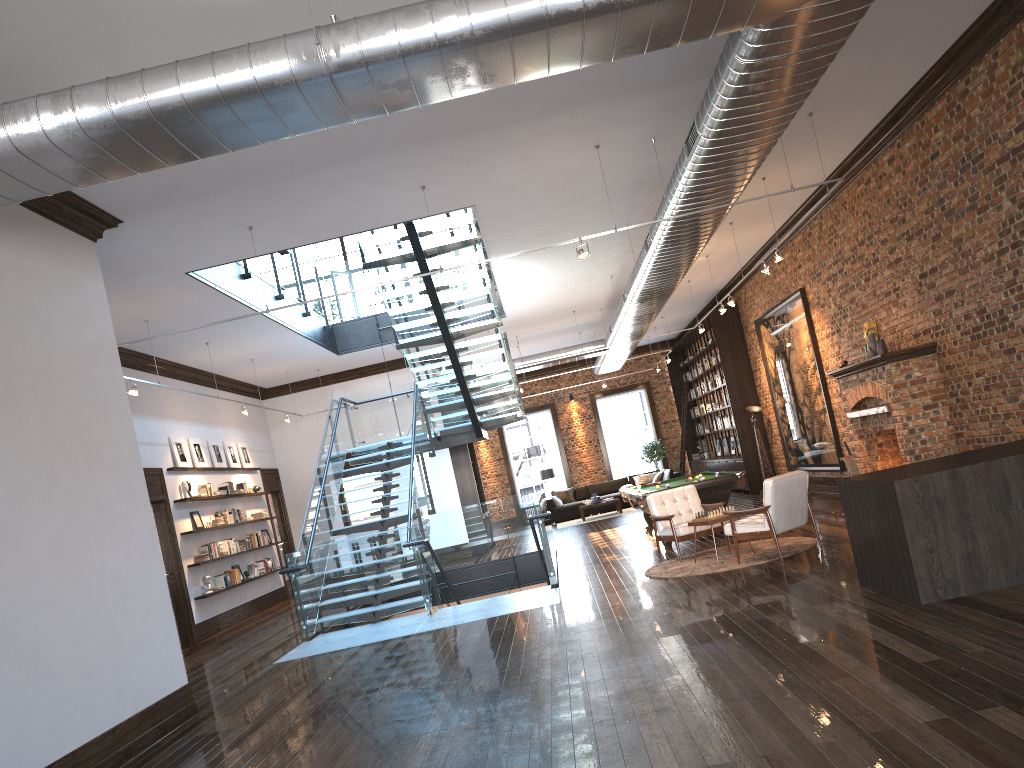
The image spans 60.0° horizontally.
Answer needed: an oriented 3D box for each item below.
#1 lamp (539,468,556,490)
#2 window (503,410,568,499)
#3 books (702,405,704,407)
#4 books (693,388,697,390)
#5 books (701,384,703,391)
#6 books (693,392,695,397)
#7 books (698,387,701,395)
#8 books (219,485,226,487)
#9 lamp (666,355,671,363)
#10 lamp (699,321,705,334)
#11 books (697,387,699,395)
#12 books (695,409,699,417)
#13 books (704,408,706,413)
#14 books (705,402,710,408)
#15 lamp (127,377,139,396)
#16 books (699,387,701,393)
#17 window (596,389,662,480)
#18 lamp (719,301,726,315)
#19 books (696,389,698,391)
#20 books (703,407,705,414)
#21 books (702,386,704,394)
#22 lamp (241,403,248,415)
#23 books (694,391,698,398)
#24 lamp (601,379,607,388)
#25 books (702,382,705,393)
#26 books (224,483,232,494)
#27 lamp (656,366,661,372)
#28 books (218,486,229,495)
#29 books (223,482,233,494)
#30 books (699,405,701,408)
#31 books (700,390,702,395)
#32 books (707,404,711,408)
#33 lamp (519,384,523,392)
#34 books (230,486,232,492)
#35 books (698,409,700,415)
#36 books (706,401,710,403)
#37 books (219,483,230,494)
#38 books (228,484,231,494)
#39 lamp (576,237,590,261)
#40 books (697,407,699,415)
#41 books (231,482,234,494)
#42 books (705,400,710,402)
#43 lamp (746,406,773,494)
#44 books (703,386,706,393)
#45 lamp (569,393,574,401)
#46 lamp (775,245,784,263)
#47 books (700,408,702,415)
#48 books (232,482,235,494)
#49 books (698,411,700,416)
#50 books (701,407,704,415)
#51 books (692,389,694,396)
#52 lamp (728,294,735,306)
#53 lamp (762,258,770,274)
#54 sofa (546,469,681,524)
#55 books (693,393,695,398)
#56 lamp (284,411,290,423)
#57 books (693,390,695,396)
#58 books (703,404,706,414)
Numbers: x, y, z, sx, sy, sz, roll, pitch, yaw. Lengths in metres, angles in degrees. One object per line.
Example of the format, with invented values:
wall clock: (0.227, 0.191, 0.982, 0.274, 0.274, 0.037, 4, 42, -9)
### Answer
lamp: (0.980, 3.064, 24.163, 0.693, 1.462, 0.417, -14, -2, 32)
window: (0.703, 2.249, 26.554, 1.521, 2.745, 0.155, -12, -1, 2)
books: (5.273, 0.681, 24.069, 0.178, 0.263, 0.042, -13, -1, 2)
books: (5.196, 0.256, 24.837, 0.191, 0.280, 0.006, -13, -1, 2)
books: (5.136, 0.136, 23.608, 0.178, 0.285, 0.088, -12, -2, 2)
books: (5.195, 0.291, 24.864, 0.186, 0.218, 0.021, -13, -1, 2)
books: (5.152, 0.188, 23.989, 0.175, 0.256, 0.027, -13, -1, 2)
books: (-5.014, 1.852, 15.405, 0.126, 0.184, 0.042, -13, -1, 2)
lamp: (3.788, -0.621, 21.489, 0.113, 0.229, 0.115, -12, -2, -22)
lamp: (3.587, -1.075, 16.806, 0.114, 0.229, 0.113, -13, -2, 16)
books: (5.172, 0.202, 24.252, 0.174, 0.279, 0.128, -12, -2, 2)
books: (5.294, 0.796, 25.004, 0.232, 0.224, 0.024, -13, -1, 2)
books: (5.248, 0.658, 23.738, 0.184, 0.251, 0.014, -13, -1, 2)
books: (5.242, 0.625, 23.585, 0.189, 0.286, 0.013, -13, -1, 2)
lamp: (-4.514, 0.035, 10.535, 0.113, 0.229, 0.114, -12, -2, -19)
books: (5.163, 0.169, 23.967, 0.159, 0.283, 0.015, -12, -1, 2)
window: (3.495, 1.623, 26.436, 1.521, 2.745, 0.155, -12, -1, 2)
lamp: (3.497, -1.275, 14.742, 0.113, 0.229, 0.114, -12, -2, -19)
books: (5.195, 0.267, 24.765, 0.166, 0.249, 0.079, -13, -2, 2)
books: (5.276, 0.699, 23.968, 0.186, 0.207, 0.017, -13, -1, 2)
books: (5.130, 0.146, 23.405, 0.191, 0.226, 0.025, -13, -1, 2)
lamp: (-4.341, 0.404, 14.357, 0.113, 0.229, 0.115, -10, -3, -44)
books: (5.190, 0.286, 24.744, 0.185, 0.210, 0.069, -13, -2, 2)
lamp: (2.550, -0.016, 24.613, 0.113, 0.229, 0.115, -11, -2, -29)
books: (5.122, 0.096, 23.340, 0.183, 0.313, 0.013, -12, -1, 2)
books: (-5.001, 1.845, 15.526, 0.155, 0.217, 0.011, -13, -1, 2)
lamp: (3.878, -0.427, 23.493, 0.115, 0.229, 0.113, -14, -3, 41)
books: (-4.997, 1.857, 15.380, 0.167, 0.160, 0.037, -13, -1, 2)
books: (-5.001, 1.849, 15.600, 0.162, 0.225, 0.011, -13, -1, 2)
books: (5.278, 0.709, 24.439, 0.185, 0.285, 0.036, -13, -1, 2)
books: (5.150, 0.177, 23.811, 0.181, 0.241, 0.036, -13, -1, 2)
books: (5.263, 0.643, 23.531, 0.148, 0.232, 0.036, -13, -1, 2)
lamp: (0.186, 0.087, 20.709, 0.115, 0.229, 0.113, -13, -2, 23)
books: (-5.001, 1.859, 15.588, 0.131, 0.202, 0.014, -13, -1, 2)
books: (5.308, 0.754, 24.766, 0.187, 0.252, 0.017, -13, -1, 2)
books: (5.261, 0.613, 23.598, 0.162, 0.305, 0.006, -12, -1, 2)
books: (-5.001, 1.840, 15.437, 0.156, 0.208, 0.022, -13, -1, 2)
books: (-4.988, 1.854, 15.461, 0.166, 0.179, 0.028, -13, -1, 2)
lamp: (0.682, -1.310, 8.614, 0.113, 0.229, 0.114, -12, -2, -9)
books: (5.312, 0.765, 24.934, 0.180, 0.263, 0.015, -13, -1, 2)
books: (-4.992, 1.852, 15.616, 0.167, 0.218, 0.021, -13, -1, 2)
books: (5.260, 0.601, 23.605, 0.161, 0.330, 0.006, -12, -1, 2)
lamp: (5.098, 1.323, 18.002, 0.426, 1.822, 0.506, -13, -2, 7)
books: (5.132, 0.135, 23.262, 0.182, 0.217, 0.034, -13, -1, 2)
lamp: (1.750, 0.396, 26.127, 0.126, 0.236, 0.155, -12, -3, 2)
lamp: (3.332, -1.634, 11.115, 0.119, 0.212, 0.116, -15, -3, 43)
books: (5.282, 0.750, 24.404, 0.192, 0.195, 0.034, -13, -1, 2)
books: (-4.997, 1.862, 15.683, 0.163, 0.214, 0.023, -13, -1, 2)
books: (5.307, 0.791, 24.838, 0.175, 0.195, 0.031, -13, -1, 2)
books: (5.253, 0.713, 24.025, 0.236, 0.202, 0.046, -13, -1, 2)
books: (5.195, 0.266, 24.986, 0.184, 0.292, 0.006, -13, -1, 2)
lamp: (3.469, -1.340, 14.078, 0.114, 0.229, 0.113, -14, -2, 31)
lamp: (3.364, -1.559, 11.804, 0.113, 0.229, 0.114, -11, -2, -24)
sofa: (2.624, 2.904, 22.897, 3.502, 0.801, 3.463, -13, -6, 2)
books: (5.188, 0.281, 24.891, 0.189, 0.245, 0.005, -13, -1, 2)
lamp: (-4.238, 0.627, 16.659, 0.112, 0.229, 0.115, -10, -3, -42)
books: (5.188, 0.269, 24.810, 0.183, 0.253, 0.046, -13, -1, 2)
books: (5.245, 0.654, 23.751, 0.189, 0.263, 0.010, -13, -1, 2)
